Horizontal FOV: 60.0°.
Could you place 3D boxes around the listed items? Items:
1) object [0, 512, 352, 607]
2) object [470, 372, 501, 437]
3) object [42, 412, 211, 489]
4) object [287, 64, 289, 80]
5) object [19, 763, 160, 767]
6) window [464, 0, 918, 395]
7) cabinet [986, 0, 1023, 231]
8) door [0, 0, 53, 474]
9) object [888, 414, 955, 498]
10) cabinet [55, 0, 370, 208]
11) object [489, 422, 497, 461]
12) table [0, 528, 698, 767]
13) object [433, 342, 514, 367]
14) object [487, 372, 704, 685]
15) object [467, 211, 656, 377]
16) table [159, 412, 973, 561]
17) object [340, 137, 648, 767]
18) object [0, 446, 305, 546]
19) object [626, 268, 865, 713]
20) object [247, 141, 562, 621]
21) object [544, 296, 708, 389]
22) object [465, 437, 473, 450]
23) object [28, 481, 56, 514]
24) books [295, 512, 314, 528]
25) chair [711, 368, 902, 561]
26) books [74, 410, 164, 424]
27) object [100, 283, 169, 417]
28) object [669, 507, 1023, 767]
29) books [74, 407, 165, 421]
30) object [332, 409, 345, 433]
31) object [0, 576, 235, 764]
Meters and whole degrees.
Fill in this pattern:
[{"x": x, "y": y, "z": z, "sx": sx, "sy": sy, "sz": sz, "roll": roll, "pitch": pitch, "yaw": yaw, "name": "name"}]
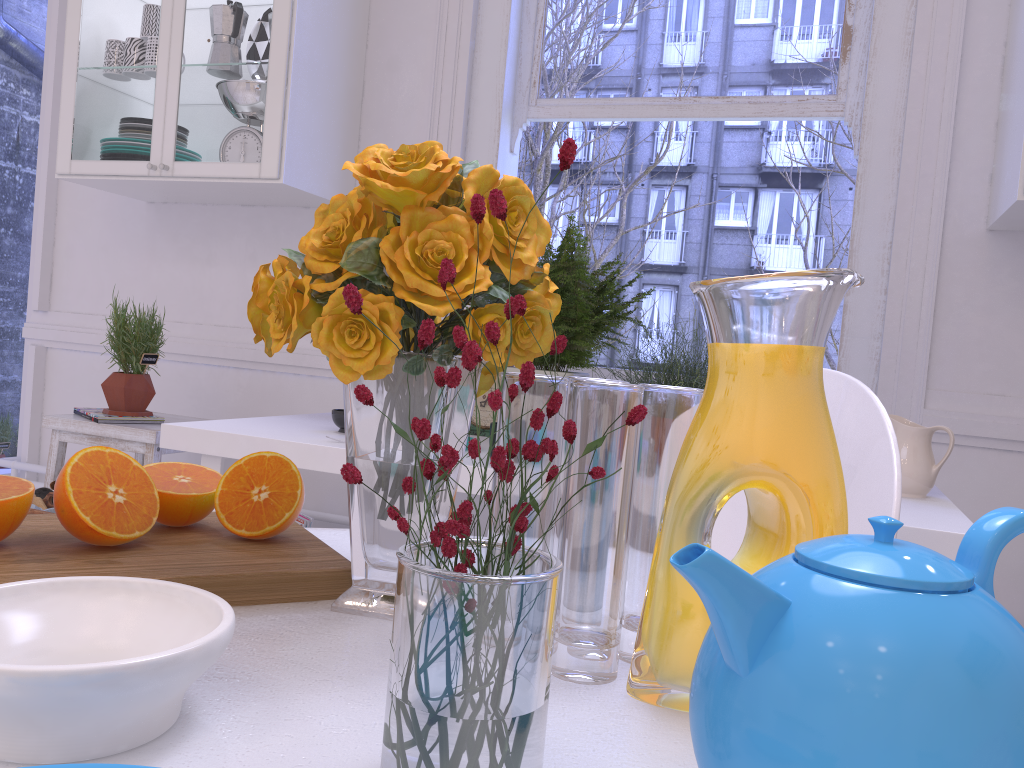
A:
[{"x": -0.322, "y": 0.135, "z": 0.692, "sx": 0.347, "sy": 0.024, "sz": 0.224, "roll": 4, "pitch": 2, "yaw": -30, "name": "object"}, {"x": -0.034, "y": 0.023, "z": 2.212, "sx": 0.159, "sy": 0.208, "sz": 0.185, "roll": 6, "pitch": 2, "yaw": 20, "name": "object"}, {"x": -1.121, "y": 0.372, "z": 2.526, "sx": 0.418, "sy": 0.534, "sz": 0.599, "roll": 6, "pitch": 2, "yaw": 20, "name": "object"}, {"x": -0.895, "y": -1.247, "z": 2.747, "sx": 0.811, "sy": 0.651, "sz": 0.376, "roll": 6, "pitch": 2, "yaw": 20, "name": "object"}, {"x": -0.149, "y": 0.166, "z": 0.255, "sx": 0.196, "sy": 0.023, "sz": 0.196, "roll": 5, "pitch": 2, "yaw": 7, "name": "object"}, {"x": 0.480, "y": -0.814, "z": 2.592, "sx": 1.234, "sy": 1.782, "sz": 0.181, "roll": 6, "pitch": 2, "yaw": 20, "name": "window"}, {"x": 1.553, "y": -0.996, "z": 1.847, "sx": 0.823, "sy": 1.311, "sz": 0.425, "roll": 6, "pitch": 2, "yaw": 20, "name": "cabinet"}, {"x": -2.008, "y": -0.735, "z": 3.944, "sx": 1.009, "sy": 2.474, "sz": 1.021, "roll": 6, "pitch": 2, "yaw": 20, "name": "door"}, {"x": 0.774, "y": 0.140, "z": 1.731, "sx": 0.127, "sy": 0.152, "sz": 0.115, "roll": 5, "pitch": 2, "yaw": 2, "name": "object"}, {"x": -0.902, "y": -1.247, "z": 2.727, "sx": 0.823, "sy": 1.311, "sz": 0.425, "roll": 6, "pitch": 2, "yaw": 20, "name": "cabinet"}, {"x": -0.021, "y": 0.111, "z": 1.618, "sx": 0.070, "sy": 0.077, "sz": 0.055, "roll": 3, "pitch": 3, "yaw": -45, "name": "object"}, {"x": -0.053, "y": 0.498, "z": 0.395, "sx": 1.140, "sy": 0.629, "sz": 1.140, "roll": 3, "pitch": 3, "yaw": -42, "name": "table"}, {"x": -0.143, "y": -0.006, "z": 2.365, "sx": 0.294, "sy": 0.237, "sz": 0.028, "roll": 6, "pitch": 2, "yaw": 20, "name": "object"}, {"x": 0.054, "y": 0.090, "z": 0.600, "sx": 0.122, "sy": 0.186, "sz": 0.101, "roll": 3, "pitch": 3, "yaw": -40, "name": "object"}, {"x": 0.076, "y": -0.123, "z": 2.049, "sx": 0.438, "sy": 0.527, "sz": 0.368, "roll": 6, "pitch": 2, "yaw": 20, "name": "object"}, {"x": 0.088, "y": 0.459, "z": 1.917, "sx": 1.514, "sy": 0.619, "sz": 0.736, "roll": 6, "pitch": 2, "yaw": 20, "name": "table"}, {"x": -0.008, "y": 0.042, "z": 0.389, "sx": 0.128, "sy": 0.287, "sz": 0.128, "roll": 6, "pitch": 2, "yaw": 21, "name": "object"}, {"x": -0.318, "y": 0.085, "z": 0.716, "sx": 0.285, "sy": 0.075, "sz": 0.129, "roll": 4, "pitch": 3, "yaw": -34, "name": "object"}, {"x": 0.148, "y": 0.060, "z": 0.539, "sx": 0.116, "sy": 0.267, "sz": 0.094, "roll": 3, "pitch": 3, "yaw": -44, "name": "object"}, {"x": -0.078, "y": -0.006, "z": 0.656, "sx": 0.234, "sy": 0.351, "sz": 0.235, "roll": 4, "pitch": 2, "yaw": -15, "name": "object"}, {"x": 0.370, "y": 0.010, "z": 1.842, "sx": 0.668, "sy": 0.367, "sz": 0.531, "roll": 7, "pitch": 3, "yaw": 44, "name": "object"}, {"x": -0.128, "y": 0.104, "z": 1.839, "sx": 0.121, "sy": 0.055, "sz": 0.121, "roll": 4, "pitch": 2, "yaw": -30, "name": "object"}, {"x": -1.172, "y": 0.334, "z": 2.324, "sx": 0.358, "sy": 0.110, "sz": 0.211, "roll": 6, "pitch": 2, "yaw": 22, "name": "object"}, {"x": -0.708, "y": 0.510, "z": 2.485, "sx": 0.205, "sy": 0.306, "sz": 0.221, "roll": 3, "pitch": 3, "yaw": -37, "name": "books"}, {"x": 0.143, "y": 0.383, "z": 1.064, "sx": 0.483, "sy": 0.845, "sz": 0.604, "roll": 4, "pitch": 2, "yaw": -25, "name": "chair"}, {"x": -1.138, "y": 0.095, "z": 2.564, "sx": 0.180, "sy": 0.011, "sz": 0.246, "roll": 3, "pitch": 3, "yaw": -40, "name": "books"}, {"x": -1.075, "y": -0.095, "z": 2.530, "sx": 0.186, "sy": 0.367, "sz": 0.196, "roll": 4, "pitch": 2, "yaw": -25, "name": "object"}, {"x": 0.152, "y": 0.125, "z": 0.362, "sx": 0.156, "sy": 0.151, "sz": 0.150, "roll": 6, "pitch": 2, "yaw": 23, "name": "object"}, {"x": -1.137, "y": 0.086, "z": 2.564, "sx": 0.180, "sy": 0.007, "sz": 0.246, "roll": 3, "pitch": 3, "yaw": -40, "name": "books"}, {"x": -0.359, "y": 0.083, "z": 1.955, "sx": 0.079, "sy": 0.048, "sz": 0.082, "roll": 4, "pitch": 2, "yaw": -21, "name": "object"}, {"x": -0.215, "y": 0.139, "z": 0.438, "sx": 0.147, "sy": 0.052, "sz": 0.147, "roll": 4, "pitch": 2, "yaw": -28, "name": "object"}]
